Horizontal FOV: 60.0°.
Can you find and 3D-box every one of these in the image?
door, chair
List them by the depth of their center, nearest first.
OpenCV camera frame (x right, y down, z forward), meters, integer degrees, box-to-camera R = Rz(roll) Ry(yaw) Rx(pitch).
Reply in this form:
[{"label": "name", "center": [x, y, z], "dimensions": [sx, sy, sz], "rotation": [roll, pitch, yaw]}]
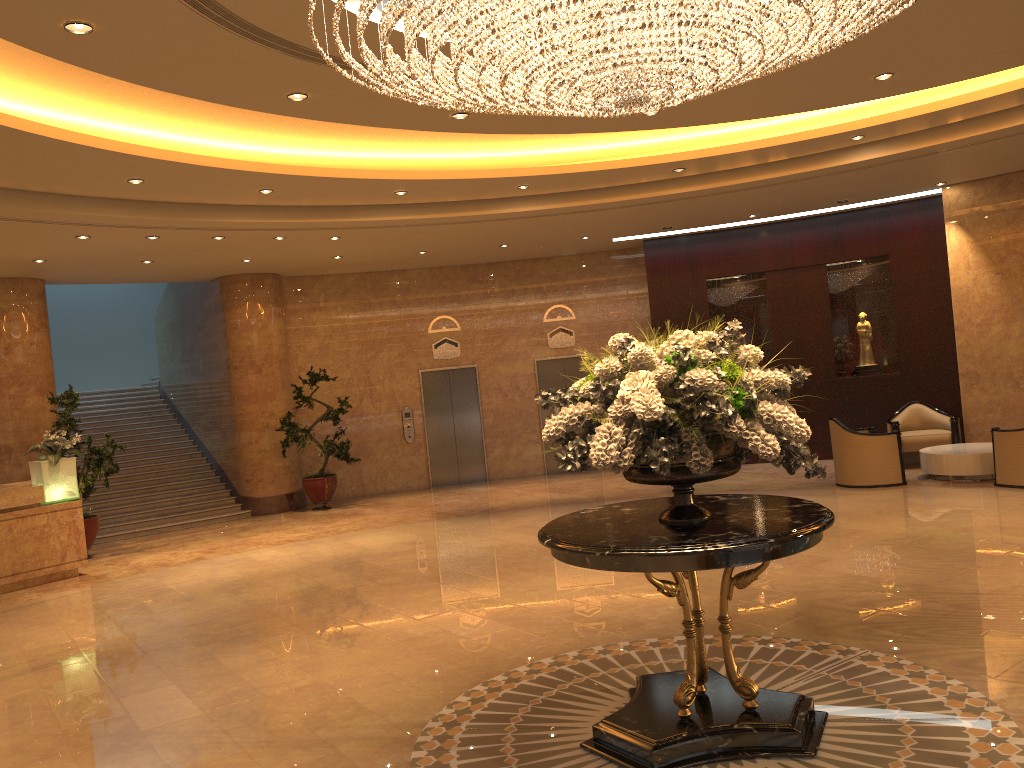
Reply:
[{"label": "chair", "center": [6.287, 0.722, 10.476], "dimensions": [0.951, 0.916, 0.769], "rotation": [-6, 1, -19]}, {"label": "chair", "center": [4.659, 0.867, 11.786], "dimensions": [0.769, 0.916, 0.951], "rotation": [-6, 1, 1]}, {"label": "chair", "center": [5.943, 0.729, 12.853], "dimensions": [0.951, 0.916, 0.769], "rotation": [-5, 1, 16]}, {"label": "door", "center": [-1.066, 0.764, 16.207], "dimensions": [1.070, 2.145, 0.150], "rotation": [-6, 1, -9]}, {"label": "door", "center": [1.044, 0.556, 16.350], "dimensions": [1.070, 2.149, 0.150], "rotation": [-6, 1, 2]}]

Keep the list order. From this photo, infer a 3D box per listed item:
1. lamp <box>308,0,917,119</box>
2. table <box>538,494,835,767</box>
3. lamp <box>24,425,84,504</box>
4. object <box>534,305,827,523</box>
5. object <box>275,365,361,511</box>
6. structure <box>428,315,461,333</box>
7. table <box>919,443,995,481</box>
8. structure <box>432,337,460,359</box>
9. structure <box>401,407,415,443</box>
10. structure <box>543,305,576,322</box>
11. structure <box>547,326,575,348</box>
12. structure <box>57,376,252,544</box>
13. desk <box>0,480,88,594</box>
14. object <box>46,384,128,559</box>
[{"label": "lamp", "center": [0.568, -2.043, 4.587], "dimensions": [3.204, 1.196, 3.206], "rotation": [-6, 1, 3]}, {"label": "table", "center": [0.925, 1.227, 4.579], "dimensions": [1.493, 1.089, 1.493], "rotation": [-6, 1, -41]}, {"label": "lamp", "center": [-5.509, 0.958, 10.761], "dimensions": [0.532, 0.897, 0.606], "rotation": [-5, 1, 35]}, {"label": "object", "center": [0.808, 0.191, 4.534], "dimensions": [1.318, 0.999, 1.277], "rotation": [-6, 1, -3]}, {"label": "object", "center": [-3.184, 0.883, 14.520], "dimensions": [1.250, 2.363, 0.843], "rotation": [-6, 1, -12]}, {"label": "structure", "center": [-1.241, -1.100, 16.143], "dimensions": [0.600, 0.293, 0.010], "rotation": [-6, 1, -9]}, {"label": "table", "center": [6.008, 1.018, 11.619], "dimensions": [1.196, 0.354, 1.196], "rotation": [-6, 1, -7]}, {"label": "structure", "center": [-1.197, -0.655, 16.150], "dimensions": [0.504, 0.405, 0.012], "rotation": [-6, 1, -9]}, {"label": "structure", "center": [-1.866, 0.740, 15.987], "dimensions": [0.200, 0.661, 0.053], "rotation": [-6, 1, -12]}, {"label": "structure", "center": [0.859, -1.309, 16.277], "dimensions": [0.600, 0.293, 0.010], "rotation": [-6, 1, 2]}, {"label": "structure", "center": [0.904, -0.865, 16.283], "dimensions": [0.504, 0.405, 0.012], "rotation": [-6, 1, 2]}, {"label": "structure", "center": [-7.522, -0.321, 16.605], "dimensions": [9.849, 5.560, 7.472], "rotation": [-6, 1, -34]}, {"label": "desk", "center": [-6.935, 1.968, 5.081], "dimensions": [3.466, 1.155, 12.951], "rotation": [-6, 1, 0]}, {"label": "object", "center": [-5.920, 1.180, 12.141], "dimensions": [1.250, 2.363, 0.843], "rotation": [-5, 1, 37]}]
